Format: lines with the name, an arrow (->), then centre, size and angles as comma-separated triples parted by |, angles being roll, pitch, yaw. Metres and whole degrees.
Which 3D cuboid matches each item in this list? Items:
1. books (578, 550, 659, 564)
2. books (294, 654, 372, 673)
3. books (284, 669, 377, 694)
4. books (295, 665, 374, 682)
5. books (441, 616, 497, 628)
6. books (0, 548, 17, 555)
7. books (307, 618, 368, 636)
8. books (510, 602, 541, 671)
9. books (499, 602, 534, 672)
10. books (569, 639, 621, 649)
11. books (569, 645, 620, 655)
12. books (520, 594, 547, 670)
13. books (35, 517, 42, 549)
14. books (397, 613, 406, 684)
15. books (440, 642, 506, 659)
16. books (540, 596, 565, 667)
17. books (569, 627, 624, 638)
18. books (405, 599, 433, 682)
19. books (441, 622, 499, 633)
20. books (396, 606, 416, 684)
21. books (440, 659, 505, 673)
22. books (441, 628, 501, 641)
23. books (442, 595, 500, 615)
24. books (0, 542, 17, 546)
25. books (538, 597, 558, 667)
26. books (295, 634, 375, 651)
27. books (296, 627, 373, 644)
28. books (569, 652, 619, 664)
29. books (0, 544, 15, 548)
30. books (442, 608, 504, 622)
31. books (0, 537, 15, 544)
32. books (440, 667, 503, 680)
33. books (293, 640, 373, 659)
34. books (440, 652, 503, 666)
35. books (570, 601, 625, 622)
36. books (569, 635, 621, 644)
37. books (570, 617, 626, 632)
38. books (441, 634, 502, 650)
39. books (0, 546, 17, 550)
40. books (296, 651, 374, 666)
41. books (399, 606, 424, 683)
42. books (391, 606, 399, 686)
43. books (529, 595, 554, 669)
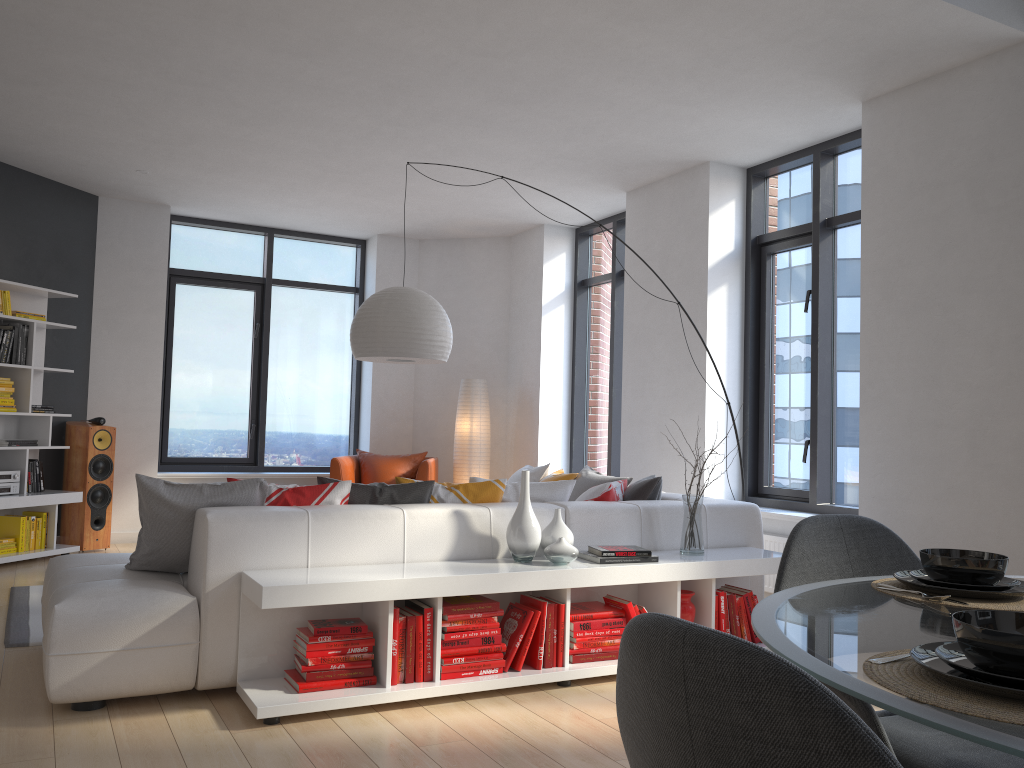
books -> 0.474, 0.787, 4.046 | 0.300, 0.026, 0.245 | 3, -3, -23
books -> -0.698, 1.076, 3.445 | 0.266, 0.026, 0.187 | 3, -3, -22
books -> -0.706, 1.139, 3.439 | 0.301, 0.032, 0.227 | 3, -3, -28
books -> -0.695, 1.106, 3.455 | 0.259, 0.034, 0.206 | 3, -3, -25
books -> -0.217, 0.966, 3.666 | 0.257, 0.025, 0.182 | 3, -3, -28
books -> -3.721, 1.209, 6.421 | 0.147, 0.033, 0.190 | 1, -3, 17
books -> -0.682, 0.947, 3.460 | 0.206, 0.029, 0.152 | 3, -3, -22
books -> 0.027, 1.069, 3.764 | 0.115, 0.245, 0.192 | 3, -3, -28
books -> -0.013, 1.067, 3.750 | 0.144, 0.247, 0.188 | 3, -3, -28
books -> 0.336, 1.139, 3.955 | 0.257, 0.025, 0.182 | 3, -3, -28
books -> 0.329, 1.164, 3.943 | 0.266, 0.026, 0.187 | 3, -3, -22
books -> 0.083, 1.057, 3.794 | 0.046, 0.282, 0.199 | 3, -3, -28
books -> -3.640, 1.126, 6.712 | 0.172, 0.234, 0.024 | 1, -3, 17
books -> -0.472, 1.038, 3.526 | 0.031, 0.255, 0.181 | 3, -3, -28
books -> -0.209, 1.084, 3.678 | 0.301, 0.032, 0.227 | 3, -3, -28
books -> 0.171, 1.067, 3.832 | 0.028, 0.269, 0.181 | 3, -3, -28
books -> 0.345, 1.091, 3.958 | 0.261, 0.027, 0.191 | 3, -3, -24
books -> -0.376, 1.026, 3.574 | 0.049, 0.291, 0.214 | 3, -3, -28
books -> -0.197, 0.990, 3.666 | 0.236, 0.023, 0.178 | 3, -3, -28
books -> -0.443, 1.038, 3.543 | 0.034, 0.259, 0.207 | 3, -3, -28
books -> -0.194, 1.137, 3.639 | 0.282, 0.030, 0.188 | 3, -3, -27
books -> -0.208, 1.015, 3.664 | 0.261, 0.027, 0.191 | 4, -4, -32
books -> -0.215, 0.911, 3.670 | 0.259, 0.034, 0.206 | 3, -4, -31
books -> -3.719, 1.157, 6.425 | 0.134, 0.014, 0.187 | 1, -3, 17
books -> 0.140, 1.068, 3.832 | 0.028, 0.266, 0.188 | 3, -3, -28
books -> -0.691, 0.999, 3.459 | 0.269, 0.028, 0.179 | 3, -3, -27
books -> -0.693, 0.973, 3.463 | 0.254, 0.025, 0.178 | 3, -3, -29
books -> 0.333, 1.194, 3.953 | 0.259, 0.034, 0.206 | 3, -3, -25
books -> -3.707, 1.173, 6.414 | 0.113, 0.018, 0.169 | 1, -3, 18
books -> -0.196, 0.941, 3.670 | 0.266, 0.026, 0.187 | 4, -4, -34
books -> -3.732, 1.137, 6.426 | 0.138, 0.026, 0.186 | 1, -3, 17
books -> -0.206, 1.166, 3.651 | 0.274, 0.029, 0.200 | 3, -3, -28
books -> -0.702, 1.026, 3.471 | 0.261, 0.028, 0.191 | 3, -3, -28
books -> -0.197, 1.110, 3.643 | 0.266, 0.026, 0.187 | 3, -3, -29
books -> 0.320, 1.024, 3.993 | 0.301, 0.032, 0.227 | 3, -3, -28
books -> 0.339, 1.116, 3.948 | 0.236, 0.023, 0.178 | 3, -3, -28
books -> 0.336, 1.058, 3.973 | 0.279, 0.039, 0.206 | 3, -3, -29
books -> -0.214, 1.048, 3.678 | 0.279, 0.039, 0.206 | 3, -3, -27
books -> -3.724, 1.187, 6.424 | 0.148, 0.011, 0.196 | 1, -3, 17
books -> -0.691, 1.051, 3.458 | 0.257, 0.025, 0.182 | 3, -3, -28
books -> -0.404, 1.039, 3.552 | 0.042, 0.259, 0.195 | 3, -3, -28
books -> -0.501, 1.019, 3.509 | 0.036, 0.294, 0.208 | 3, -3, -28
books -> 0.108, 1.064, 3.826 | 0.038, 0.270, 0.215 | 3, -3, -28
